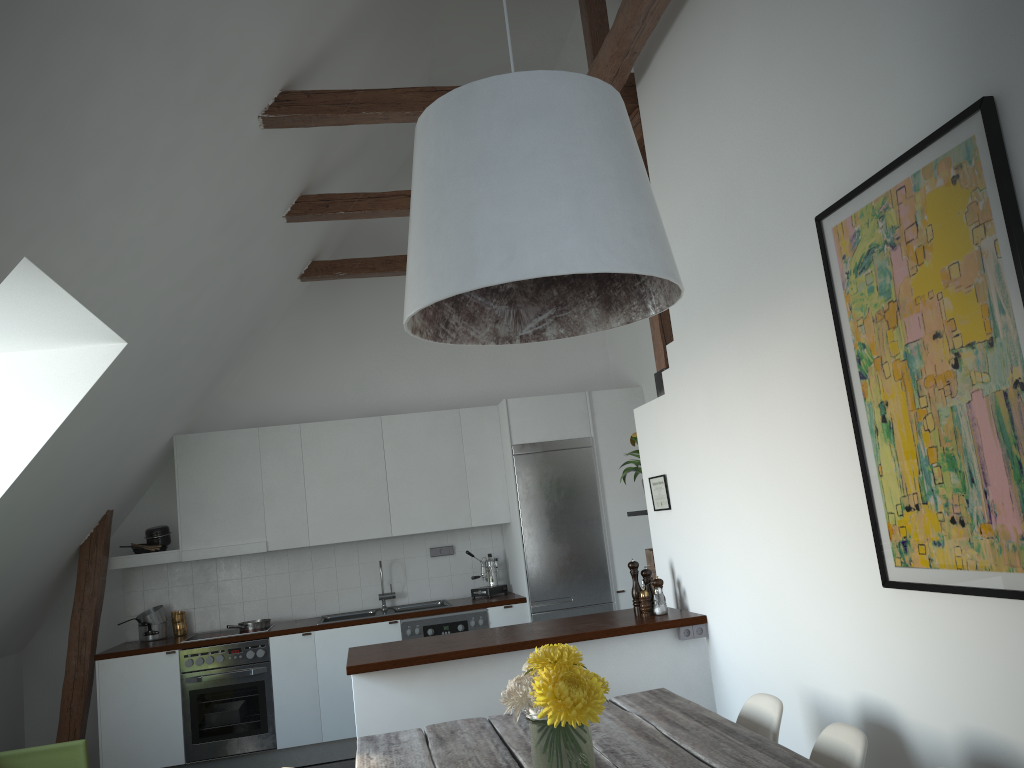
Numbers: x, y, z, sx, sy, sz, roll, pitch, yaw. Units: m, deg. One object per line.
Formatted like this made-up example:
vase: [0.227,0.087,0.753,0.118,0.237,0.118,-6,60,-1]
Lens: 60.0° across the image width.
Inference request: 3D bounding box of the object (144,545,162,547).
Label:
object: [-2.650,1.190,6.494,0.335,0.031,0.065,-13,-11,36]

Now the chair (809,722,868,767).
chair: [0.706,1.346,2.313,0.542,0.801,0.465,-6,-9,-5]

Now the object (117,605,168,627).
object: [-2.699,1.717,6.455,0.371,0.169,0.203,0,-11,-38]

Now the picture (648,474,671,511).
picture: [0.779,0.574,4.666,0.023,0.182,0.250,-5,-9,-10]

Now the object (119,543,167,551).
object: [-2.725,1.209,6.516,0.357,0.075,0.244,1,-11,-39]

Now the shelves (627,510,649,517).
shelves: [1.074,0.972,5.115,0.660,0.553,0.408,-5,-9,-10]

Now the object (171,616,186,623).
object: [-2.468,1.744,6.561,0.100,0.036,0.100,2,-12,-43]

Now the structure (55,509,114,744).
structure: [-2.198,0.761,0.081,1.023,1.963,12.350,-5,-9,-10]

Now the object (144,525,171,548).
object: [-2.623,1.133,6.572,0.200,0.166,0.190,-15,-12,42]

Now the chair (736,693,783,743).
chair: [0.630,1.428,2.773,0.542,0.801,0.465,-5,-9,-9]

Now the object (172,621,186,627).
object: [-2.461,1.784,6.560,0.099,0.043,0.100,-3,-10,-23]

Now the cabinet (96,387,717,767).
cabinet: [-0.593,1.215,5.524,4.208,2.369,3.033,-5,-9,-10]

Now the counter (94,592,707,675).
counter: [-0.979,1.523,5.379,3.365,0.038,3.085,-5,-9,-10]

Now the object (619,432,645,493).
object: [0.871,0.490,5.262,0.493,0.486,0.506,-8,-9,9]

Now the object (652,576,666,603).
object: [0.747,1.066,4.491,0.058,0.184,0.058,-5,-9,-14]

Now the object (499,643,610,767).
object: [0.116,0.804,2.097,0.233,0.365,0.293,1,-11,-39]

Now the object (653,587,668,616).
object: [0.733,1.081,4.414,0.069,0.135,0.069,0,-11,-35]

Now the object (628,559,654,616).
object: [0.666,1.033,4.541,0.123,0.283,0.061,-5,-9,-10]

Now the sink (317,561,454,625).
sink: [-0.952,1.579,6.588,0.963,0.519,0.671,-5,-9,-10]

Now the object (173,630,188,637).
object: [-2.448,1.842,6.550,0.100,0.036,0.100,-5,-9,-14]

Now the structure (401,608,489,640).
structure: [-0.476,2.023,6.440,0.612,0.725,0.582,-5,-9,-10]

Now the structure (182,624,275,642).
structure: [-2.001,1.786,6.299,0.574,0.041,0.504,-5,-9,-10]

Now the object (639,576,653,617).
object: [0.674,1.064,4.451,0.080,0.192,0.058,-2,-10,-26]

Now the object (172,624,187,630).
object: [-2.456,1.804,6.555,0.099,0.051,0.099,-3,-10,-24]

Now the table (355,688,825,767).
table: [0.256,1.353,1.972,1.141,0.788,2.421,-5,-9,-10]

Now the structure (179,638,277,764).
structure: [-1.954,2.173,6.253,0.583,0.725,0.749,-5,-9,-10]

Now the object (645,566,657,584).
object: [0.970,1.085,5.112,0.287,0.101,0.329,-4,-9,-15]

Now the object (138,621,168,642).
object: [-2.590,1.780,6.431,0.200,0.154,0.348,-1,-10,-31]

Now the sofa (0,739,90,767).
sofa: [-2.411,1.894,3.519,0.898,0.825,2.093,-5,-9,-11]

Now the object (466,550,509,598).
object: [-0.221,1.462,6.876,0.206,0.370,0.353,-13,-11,35]

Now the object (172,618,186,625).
object: [-2.465,1.763,6.562,0.099,0.057,0.101,-7,-9,1]

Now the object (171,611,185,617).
object: [-2.470,1.707,6.566,0.100,0.047,0.099,-4,-9,-15]

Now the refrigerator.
refrigerator: [0.405,1.339,6.441,0.609,1.868,0.031,-5,-9,-10]

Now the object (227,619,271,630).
object: [-1.918,1.742,6.406,0.351,0.061,0.232,0,-11,-36]

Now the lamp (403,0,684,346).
lamp: [-0.065,-1.552,2.453,0.697,2.813,0.757,-14,-11,39]

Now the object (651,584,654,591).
object: [0.981,1.182,5.097,0.329,0.101,0.287,-7,-9,-1]

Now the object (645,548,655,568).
object: [0.959,0.987,5.138,0.329,0.101,0.287,-7,-9,-1]

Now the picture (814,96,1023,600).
picture: [1.130,-0.031,2.392,0.036,1.181,0.808,-5,-9,-10]

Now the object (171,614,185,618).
object: [-2.469,1.728,6.563,0.100,0.036,0.100,-10,-9,18]

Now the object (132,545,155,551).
object: [-2.679,1.188,6.434,0.065,0.065,0.332,2,-12,-43]

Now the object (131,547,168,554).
object: [-2.647,1.210,6.490,0.243,0.056,0.350,-3,-10,-21]

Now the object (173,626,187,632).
object: [-2.452,1.820,6.552,0.100,0.048,0.099,-8,-9,8]

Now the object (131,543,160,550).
object: [-2.670,1.182,6.446,0.331,0.077,0.061,-14,-11,37]
